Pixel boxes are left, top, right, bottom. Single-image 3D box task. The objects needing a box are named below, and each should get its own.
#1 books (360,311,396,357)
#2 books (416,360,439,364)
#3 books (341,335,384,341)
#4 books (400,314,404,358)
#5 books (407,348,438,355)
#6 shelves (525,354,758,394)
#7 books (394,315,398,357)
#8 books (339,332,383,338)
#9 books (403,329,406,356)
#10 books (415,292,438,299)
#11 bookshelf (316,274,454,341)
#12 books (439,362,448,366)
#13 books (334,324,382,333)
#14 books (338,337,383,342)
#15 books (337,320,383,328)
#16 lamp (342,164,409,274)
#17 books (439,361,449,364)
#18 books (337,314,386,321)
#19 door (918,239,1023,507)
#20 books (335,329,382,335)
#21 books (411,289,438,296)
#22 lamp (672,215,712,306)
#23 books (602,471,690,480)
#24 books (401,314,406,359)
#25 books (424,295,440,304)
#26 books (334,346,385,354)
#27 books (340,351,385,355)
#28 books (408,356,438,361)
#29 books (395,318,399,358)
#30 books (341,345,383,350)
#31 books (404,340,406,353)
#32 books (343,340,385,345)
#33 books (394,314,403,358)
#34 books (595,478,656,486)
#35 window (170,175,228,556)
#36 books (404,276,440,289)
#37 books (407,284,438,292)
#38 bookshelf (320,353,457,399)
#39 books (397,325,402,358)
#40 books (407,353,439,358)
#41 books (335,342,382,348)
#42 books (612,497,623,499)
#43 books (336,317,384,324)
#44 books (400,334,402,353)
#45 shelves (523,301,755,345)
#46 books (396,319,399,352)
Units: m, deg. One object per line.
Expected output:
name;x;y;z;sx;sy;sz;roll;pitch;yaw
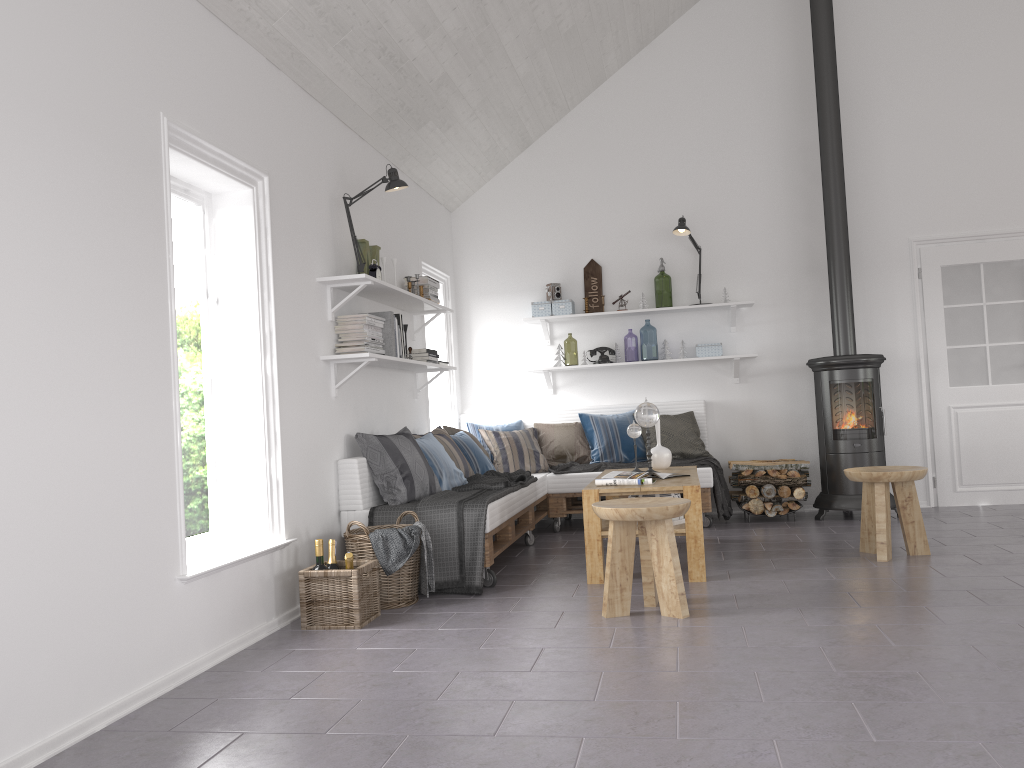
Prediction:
books;-0.781;-0.276;5.123;0.200;0.271;0.050;-4;-2;11
books;-0.620;-0.135;5.948;0.191;0.032;0.258;-4;-2;13
books;-0.837;-0.253;4.963;0.161;0.012;0.254;-4;-2;11
books;-0.752;-0.273;5.295;0.200;0.272;0.054;-4;-2;11
books;-0.625;-0.210;5.941;0.190;0.028;0.239;-4;-2;13
shelves;1.031;-0.069;7.120;1.820;0.212;0.269;-4;-2;11
books;-0.769;-0.268;5.170;0.193;0.257;0.046;-4;-2;11
books;-0.844;-0.267;4.972;0.167;0.017;0.263;-4;-2;11
books;-0.730;-0.245;5.340;0.171;0.219;0.047;-4;-2;11
books;-0.616;-0.603;6.129;0.152;0.024;0.238;-4;-2;11
bookshelf;-0.716;-0.437;5.497;0.269;0.212;1.820;-4;-2;11
books;-0.567;-0.134;6.212;0.187;0.014;0.248;-3;-2;9
books;-0.862;-0.305;4.962;0.180;0.028;0.296;-4;-2;11
books;-0.844;-0.240;4.953;0.159;0.012;0.285;-4;-2;11
books;-0.847;-0.329;4.961;0.174;0.021;0.273;-4;-2;11
lamp;-0.775;-0.905;4.999;0.439;0.703;0.196;-1;-3;-44
books;-0.574;-0.146;6.215;0.202;0.012;0.251;-4;-2;12
books;-0.839;-0.365;4.953;0.182;0.016;0.288;-4;-2;11
door;3.641;-0.078;6.766;0.902;2.013;0.101;-4;-2;11
books;-0.861;-0.283;4.966;0.182;0.016;0.288;-4;-2;11
books;-0.618;-0.628;6.147;0.161;0.026;0.223;-4;-2;11
lamp;1.421;-0.962;6.965;0.196;0.703;0.439;-4;-2;31
books;0.758;0.516;5.060;0.422;0.049;0.300;-2;-2;-34
books;-0.749;-0.273;5.318;0.210;0.274;0.048;-4;-2;11
books;-0.613;-0.575;6.122;0.172;0.032;0.239;-4;-2;11
books;-0.843;-0.182;4.940;0.176;0.025;0.331;-4;-2;11
books;-0.830;-0.162;4.948;0.159;0.012;0.285;-4;-2;11
books;-0.617;-0.163;5.939;0.191;0.023;0.242;-3;-2;9
books;-0.770;-0.260;5.195;0.205;0.243;0.019;-4;-2;11
books;-0.839;-0.199;4.967;0.161;0.013;0.254;-4;-2;11
books;-0.723;-0.228;5.366;0.152;0.185;0.045;-4;-2;11
books;-0.831;-0.228;4.972;0.161;0.013;0.256;-4;-2;11
books;-0.753;-0.274;5.276;0.200;0.274;0.038;-4;-2;11
books;0.616;0.521;4.784;0.300;0.043;0.229;-4;-2;15
window;-1.397;-0.082;3.733;0.117;1.655;0.685;-4;-2;11
books;-0.623;-0.695;6.134;0.176;0.053;0.290;-4;-2;11
books;-0.619;-0.655;6.121;0.161;0.027;0.223;-4;-2;11
bookshelf;-0.693;-0.027;5.483;0.269;0.212;1.820;-4;-2;11
books;-0.728;-0.241;5.235;0.141;0.203;0.044;-4;-2;11
books;-0.625;-0.185;5.950;0.212;0.023;0.258;-4;-2;11
books;-0.858;-0.212;4.953;0.182;0.016;0.288;-4;-2;11
books;0.862;0.725;5.484;0.445;0.079;0.301;-2;-2;-39
books;-0.848;-0.348;4.960;0.182;0.016;0.288;-4;-2;11
books;-0.719;-0.232;5.257;0.125;0.185;0.042;-4;-2;11
shelves;1.008;-0.479;7.134;1.820;0.212;0.269;-4;-2;11
books;-0.767;-0.256;5.212;0.200;0.236;0.031;-4;-2;11
